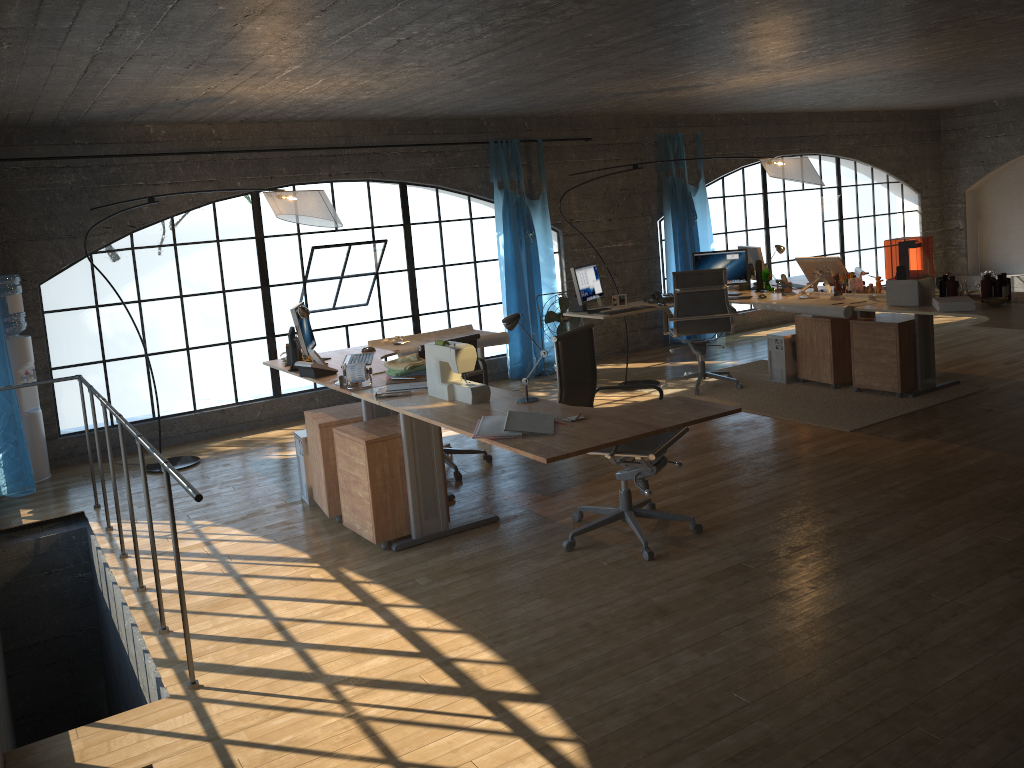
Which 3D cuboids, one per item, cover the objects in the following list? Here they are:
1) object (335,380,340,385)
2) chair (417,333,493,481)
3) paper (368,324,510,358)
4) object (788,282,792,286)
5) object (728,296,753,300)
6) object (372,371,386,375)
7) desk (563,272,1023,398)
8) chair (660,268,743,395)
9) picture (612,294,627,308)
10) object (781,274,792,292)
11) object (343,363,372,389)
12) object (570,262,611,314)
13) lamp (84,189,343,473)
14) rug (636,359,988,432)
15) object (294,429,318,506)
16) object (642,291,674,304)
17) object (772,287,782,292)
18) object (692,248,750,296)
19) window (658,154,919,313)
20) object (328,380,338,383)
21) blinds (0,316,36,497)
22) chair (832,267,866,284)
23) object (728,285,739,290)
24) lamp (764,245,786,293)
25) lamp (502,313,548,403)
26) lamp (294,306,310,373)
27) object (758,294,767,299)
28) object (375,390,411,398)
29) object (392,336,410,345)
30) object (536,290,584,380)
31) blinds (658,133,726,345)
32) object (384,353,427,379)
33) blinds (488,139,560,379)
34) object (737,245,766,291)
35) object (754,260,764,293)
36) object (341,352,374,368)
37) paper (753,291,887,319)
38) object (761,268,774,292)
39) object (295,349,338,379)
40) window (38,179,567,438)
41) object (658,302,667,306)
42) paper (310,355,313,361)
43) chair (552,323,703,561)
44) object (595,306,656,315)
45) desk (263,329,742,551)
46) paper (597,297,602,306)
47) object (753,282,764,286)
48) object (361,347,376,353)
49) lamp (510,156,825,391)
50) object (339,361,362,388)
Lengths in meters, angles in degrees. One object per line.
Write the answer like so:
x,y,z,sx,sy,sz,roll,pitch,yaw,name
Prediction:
-0.927,-0.020,4.944,0.133,0.026,0.133,-11,12,-30,object
-0.536,0.132,5.659,0.686,0.850,0.659,3,11,45,chair
-0.528,-0.300,6.359,0.857,0.112,0.585,-11,13,-31,paper
2.384,-0.836,7.562,0.035,0.078,0.099,-3,9,16,object
1.752,-0.716,7.396,0.490,0.011,0.190,0,12,23,object
-0.755,-0.070,5.176,0.148,0.007,0.008,-14,12,-38,object
2.748,-0.298,6.751,3.282,0.730,3.491,-11,12,-31,desk
1.546,-0.469,7.440,0.652,1.005,0.693,-5,7,3,chair
0.901,-0.704,7.468,0.160,0.104,0.032,-10,8,-30,picture
2.323,-0.859,7.496,0.085,0.158,0.083,-11,9,-42,object
-0.830,-0.046,4.751,0.154,0.134,0.100,-4,7,4,object
0.633,-0.792,7.299,0.285,0.386,0.476,-1,10,29,object
-3.899,-0.358,6.867,6.230,1.915,0.390,0,7,23,lamp
2.295,0.040,7.096,1.612,0.005,2.214,-11,13,-30,rug
-1.036,0.462,5.331,0.483,0.407,0.201,-9,8,-26,object
1.275,-0.742,7.562,0.279,0.080,0.417,-5,11,1,object
2.314,-0.819,7.636,0.133,0.026,0.133,-11,12,-30,object
1.813,-0.963,7.657,0.469,0.387,0.289,-4,8,9,object
0.429,-1.199,8.519,3.920,1.831,12.384,3,13,37,window
-0.972,-0.022,5.014,0.160,0.011,0.011,-12,11,-34,object
-3.440,-0.377,5.775,0.264,2.261,0.949,-9,7,-34,blinds
2.848,-0.569,7.784,0.684,0.850,0.662,-3,8,15,chair
2.073,-0.886,8.066,0.206,0.036,0.205,-12,13,-32,object
2.249,-0.987,7.536,0.106,0.405,0.209,-7,7,-20,lamp
0.064,-0.122,4.036,0.207,0.405,0.106,2,9,45,lamp
-1.291,-0.272,5.413,0.105,0.405,0.210,-2,7,26,lamp
2.043,-0.716,7.209,0.059,0.033,0.102,1,12,33,object
-0.599,0.048,4.448,0.181,0.025,0.076,-5,10,-1,object
-0.801,-0.322,6.356,0.053,0.063,0.161,-1,11,25,object
0.447,-0.505,8.664,0.492,0.794,0.584,-8,8,-26,object
1.989,-1.524,9.650,0.862,2.395,0.262,-8,6,-23,blinds
-0.570,-0.093,4.893,0.257,0.128,0.254,-10,11,-28,object
0.148,-1.213,8.540,0.672,2.274,0.258,-9,7,-36,blinds
2.159,-1.042,7.917,0.286,0.386,0.475,-6,9,-6,object
2.143,-0.937,7.672,0.085,0.275,0.086,-3,6,15,object
-1.002,-0.160,5.743,0.187,0.011,0.496,-6,11,-6,object
2.339,-0.607,6.675,0.586,0.112,0.856,-11,13,-30,paper
2.205,-0.909,7.645,0.115,0.218,0.249,-3,9,18,object
-1.170,-0.131,5.264,0.169,0.163,0.192,3,12,43,object
-2.063,-0.539,6.256,3.181,1.849,7.046,-2,11,19,window
1.243,-0.662,7.285,0.059,0.033,0.102,-9,11,-21,object
-1.276,-0.174,5.624,0.019,0.074,0.079,-6,8,-6,paper
0.538,0.228,4.284,0.684,1.005,0.661,-1,8,28,chair
0.926,-0.599,7.155,0.494,0.011,0.188,-12,13,-31,object
-0.101,0.283,5.009,1.646,0.730,3.531,-11,12,-29,desk
0.733,-0.687,7.373,0.018,0.073,0.078,-2,9,29,paper
2.315,-0.940,8.184,0.135,0.056,0.156,-8,11,-15,object
-0.989,-0.239,6.087,0.101,0.033,0.060,-4,10,3,object
-0.409,-0.881,8.029,6.228,1.916,0.390,-2,6,15,lamp
-0.891,-0.055,4.842,0.134,0.127,0.039,-11,8,-36,object
